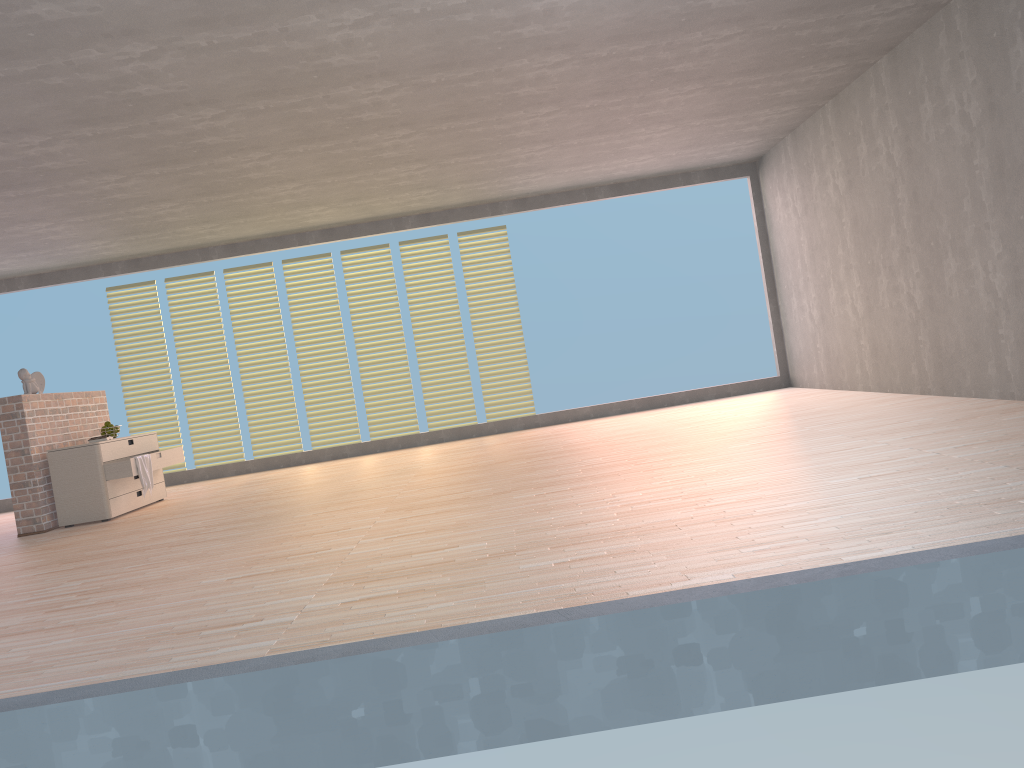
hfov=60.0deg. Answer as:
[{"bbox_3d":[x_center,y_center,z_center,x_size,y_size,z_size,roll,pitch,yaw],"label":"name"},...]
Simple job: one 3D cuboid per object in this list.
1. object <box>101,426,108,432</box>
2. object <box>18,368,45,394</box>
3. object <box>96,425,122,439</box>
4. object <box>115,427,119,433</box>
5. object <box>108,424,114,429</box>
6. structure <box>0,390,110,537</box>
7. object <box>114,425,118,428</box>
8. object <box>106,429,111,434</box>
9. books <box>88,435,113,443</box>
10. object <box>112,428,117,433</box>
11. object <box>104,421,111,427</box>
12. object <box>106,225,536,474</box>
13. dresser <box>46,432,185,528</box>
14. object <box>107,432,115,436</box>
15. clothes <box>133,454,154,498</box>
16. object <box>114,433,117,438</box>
[{"bbox_3d":[-3.455,0.383,7.519,0.054,0.053,0.049,-8,1,30],"label":"object"},{"bbox_3d":[-3.804,-0.017,7.000,0.131,0.218,0.216,-9,1,-1],"label":"object"},{"bbox_3d":[-3.422,0.420,7.557,0.202,0.104,0.202,-9,1,-7],"label":"object"},{"bbox_3d":[-3.377,0.393,7.566,0.057,0.057,0.057,-8,1,33],"label":"object"},{"bbox_3d":[-3.394,0.361,7.508,0.046,0.045,0.046,-9,1,-1],"label":"object"},{"bbox_3d":[-3.713,0.606,7.378,0.211,1.057,1.422,-9,1,-1],"label":"structure"},{"bbox_3d":[-3.391,0.377,7.607,0.046,0.047,0.047,-8,1,37],"label":"object"},{"bbox_3d":[-3.413,0.398,7.500,0.046,0.044,0.046,-9,1,-5],"label":"object"},{"bbox_3d":[-3.354,0.447,7.232,0.146,0.040,0.209,-9,1,-11],"label":"books"},{"bbox_3d":[-3.377,0.395,7.525,0.039,0.040,0.038,-9,1,8],"label":"object"},{"bbox_3d":[-3.441,0.344,7.550,0.054,0.056,0.054,-9,1,-1],"label":"object"},{"bbox_3d":[-2.060,-0.340,9.608,4.372,2.114,0.044,-9,1,-1],"label":"object"},{"bbox_3d":[-3.224,0.750,7.631,0.605,0.612,1.686,-9,1,-1],"label":"dresser"},{"bbox_3d":[-3.408,0.435,7.531,0.059,0.055,0.060,-8,1,45],"label":"object"},{"bbox_3d":[-2.926,0.748,7.056,0.097,0.369,0.325,-9,1,0],"label":"clothes"},{"bbox_3d":[-3.403,0.439,7.586,0.048,0.048,0.046,-9,1,-12],"label":"object"}]
